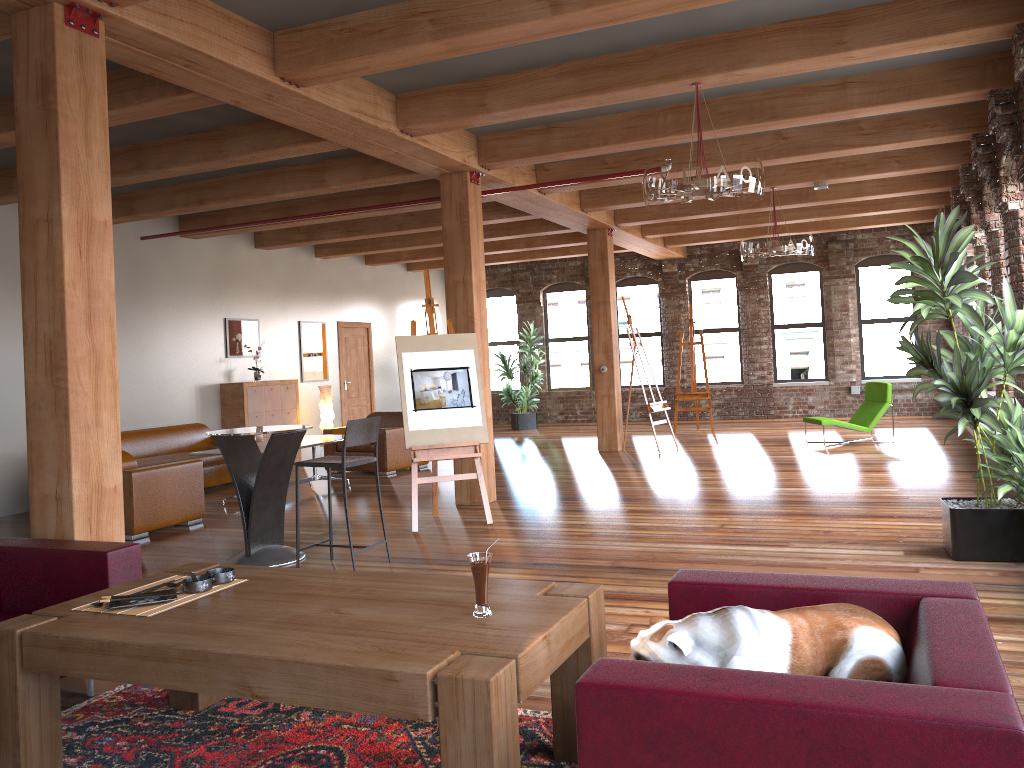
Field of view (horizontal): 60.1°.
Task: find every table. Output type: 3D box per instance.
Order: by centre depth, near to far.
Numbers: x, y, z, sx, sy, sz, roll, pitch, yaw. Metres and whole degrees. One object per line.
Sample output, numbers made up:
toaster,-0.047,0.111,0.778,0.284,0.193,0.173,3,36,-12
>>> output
table,-0.663,0.985,2.840,1.749,0.550,0.901,-2,1,23
table,-1.743,0.778,6.200,0.722,0.925,0.720,-3,0,-42
table,-2.381,0.907,9.414,0.938,0.560,1.872,-3,1,23

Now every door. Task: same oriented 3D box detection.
door,-2.687,0.006,15.062,0.226,2.122,1.030,-3,-1,23

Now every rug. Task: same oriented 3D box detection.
rug,-0.695,1.259,2.846,2.460,0.009,1.344,-2,1,23

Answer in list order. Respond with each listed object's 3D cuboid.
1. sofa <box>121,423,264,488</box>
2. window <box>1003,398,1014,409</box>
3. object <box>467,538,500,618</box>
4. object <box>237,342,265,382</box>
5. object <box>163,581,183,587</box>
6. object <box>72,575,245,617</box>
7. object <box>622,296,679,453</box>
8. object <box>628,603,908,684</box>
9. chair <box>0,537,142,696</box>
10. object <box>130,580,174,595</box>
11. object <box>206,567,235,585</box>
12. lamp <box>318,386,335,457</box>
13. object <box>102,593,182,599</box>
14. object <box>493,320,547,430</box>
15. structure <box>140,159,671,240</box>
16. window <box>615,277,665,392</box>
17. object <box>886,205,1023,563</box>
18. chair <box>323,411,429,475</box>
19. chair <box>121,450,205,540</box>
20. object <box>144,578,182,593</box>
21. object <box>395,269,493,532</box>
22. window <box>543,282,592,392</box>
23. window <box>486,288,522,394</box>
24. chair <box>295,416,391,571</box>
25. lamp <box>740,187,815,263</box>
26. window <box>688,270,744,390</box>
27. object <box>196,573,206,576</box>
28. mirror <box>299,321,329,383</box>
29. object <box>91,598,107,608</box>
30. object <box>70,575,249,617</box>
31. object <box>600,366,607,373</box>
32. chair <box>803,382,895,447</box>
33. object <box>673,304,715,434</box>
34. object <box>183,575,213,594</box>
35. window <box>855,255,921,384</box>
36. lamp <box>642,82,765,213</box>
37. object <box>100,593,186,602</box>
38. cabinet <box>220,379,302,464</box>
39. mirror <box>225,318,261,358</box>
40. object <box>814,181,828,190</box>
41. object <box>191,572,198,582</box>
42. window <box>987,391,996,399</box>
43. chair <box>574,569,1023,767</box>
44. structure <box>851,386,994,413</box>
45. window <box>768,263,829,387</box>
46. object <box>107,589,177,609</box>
sofa,-3.994,0.882,10.208,0.950,0.735,2.414,-3,1,23
window,4.806,-0.886,8.507,0.236,2.217,0.968,-3,-1,23
object,-0.087,0.570,2.620,0.076,0.232,0.095,-2,-1,-34
object,-3.578,-0.329,12.313,0.370,0.590,0.298,-3,-1,17
object,-1.203,0.710,3.183,0.045,0.030,0.153,-3,1,8
object,-1.209,0.730,3.077,0.332,0.003,0.471,-2,1,23
object,1.787,-0.157,12.187,0.684,2.143,0.662,-4,-1,33
object,0.653,0.730,2.347,0.755,0.297,0.364,-3,0,-5
chair,-2.197,1.021,3.512,0.865,0.593,1.071,-3,1,23
object,-1.289,0.727,3.144,0.007,0.008,0.270,-3,1,19
object,-1.053,0.696,3.202,0.099,0.043,0.098,-4,1,-41
lamp,-2.727,0.563,13.123,0.271,1.115,0.260,-2,-1,-22
object,-1.242,0.711,2.982,0.270,0.008,0.007,-3,0,-3
object,0.166,-0.178,17.289,1.080,2.105,0.966,-3,-1,1
structure,-1.643,-1.924,9.602,6.802,0.112,0.051,-2,-1,23
window,2.451,-0.969,17.108,0.967,2.230,0.221,-3,-1,23
object,2.857,-0.025,5.353,0.965,2.105,1.081,-3,-1,36
chair,-1.749,0.742,11.391,1.062,0.736,0.831,-3,0,33
chair,-3.417,0.911,7.799,1.063,0.736,0.831,-3,0,23
object,-1.258,0.725,3.170,0.007,0.008,0.270,-3,1,12
object,-0.603,0.077,7.424,0.702,2.143,0.684,-3,-1,-17
window,1.125,-0.947,17.744,0.967,2.171,0.086,-3,-1,23
window,-0.247,-0.893,18.325,0.967,2.171,0.086,-3,-1,23
chair,-1.130,0.721,5.843,0.466,0.982,0.430,-3,-1,23
lamp,2.976,-1.817,10.015,0.810,0.815,0.808,-3,0,-31
window,3.798,-1.023,16.537,0.967,2.230,0.221,-3,-1,23
object,-1.150,0.711,3.258,0.059,0.021,0.018,-3,0,-25
mirror,-3.110,-0.510,13.936,0.025,0.953,0.694,-3,-1,23
object,-1.370,0.729,2.936,0.018,0.021,0.059,-3,1,10
object,-1.208,0.730,3.077,0.352,0.001,0.469,-2,1,23
object,1.258,-0.200,12.204,0.095,0.096,0.061,-3,0,23
chair,4.469,0.391,11.827,0.956,0.797,0.680,-3,0,-2
object,3.011,-0.280,14.768,0.661,2.143,0.685,-3,-1,18
object,-1.097,0.701,3.092,0.099,0.043,0.098,-3,1,-29
window,6.518,-1.135,15.385,0.967,2.220,0.219,-3,-1,23
lamp,1.279,-1.636,6.011,0.810,0.815,0.808,-3,0,-24
object,-1.230,0.711,2.956,0.270,0.008,0.007,-3,0,-11
cabinet,-3.486,0.566,12.391,0.418,1.210,1.187,-3,0,23
mirror,-3.767,-0.643,12.415,0.025,0.548,0.694,-3,0,23
object,3.440,-2.215,9.859,0.145,0.072,0.147,-2,1,23
object,-1.092,0.674,3.063,0.045,0.080,0.137,-3,1,-12
window,5.376,-0.947,9.860,0.230,2.217,0.968,-3,-1,23
chair,0.750,0.905,2.237,0.865,0.593,1.071,-3,1,23
structure,4.815,0.411,8.716,1.632,0.313,13.713,-2,1,16
window,5.151,-1.081,15.965,0.967,2.220,0.219,-3,-1,23
object,-1.233,0.724,2.962,0.213,0.018,0.154,-3,1,-22
